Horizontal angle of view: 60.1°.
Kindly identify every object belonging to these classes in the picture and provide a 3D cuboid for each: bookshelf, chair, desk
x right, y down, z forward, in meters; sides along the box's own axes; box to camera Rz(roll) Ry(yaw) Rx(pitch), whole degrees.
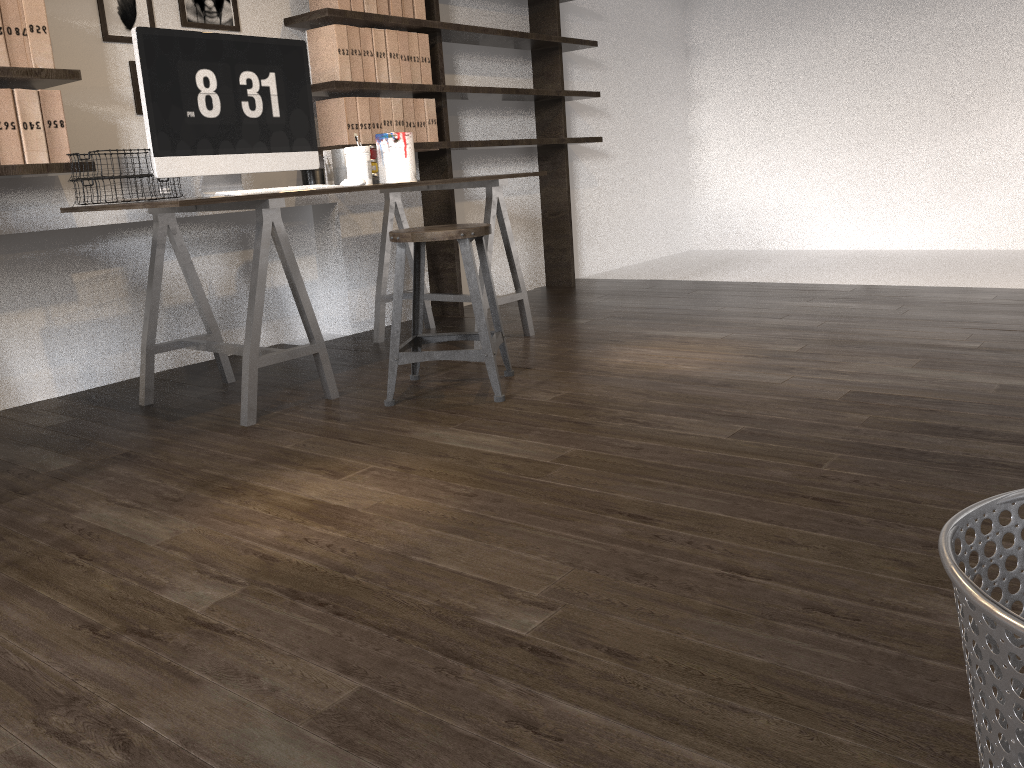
[{"bbox_3d":[-2.428,-0.422,1.630,0.374,3.175,9.253,4,16,38],"label":"bookshelf"},{"bbox_3d":[-0.205,-0.229,2.799,0.371,0.523,0.362,-3,12,7],"label":"chair"},{"bbox_3d":[1.356,-0.399,1.210,1.079,1.373,2.086,5,16,38],"label":"desk"},{"bbox_3d":[-0.602,-0.381,3.232,0.657,0.663,1.682,5,16,37],"label":"desk"}]

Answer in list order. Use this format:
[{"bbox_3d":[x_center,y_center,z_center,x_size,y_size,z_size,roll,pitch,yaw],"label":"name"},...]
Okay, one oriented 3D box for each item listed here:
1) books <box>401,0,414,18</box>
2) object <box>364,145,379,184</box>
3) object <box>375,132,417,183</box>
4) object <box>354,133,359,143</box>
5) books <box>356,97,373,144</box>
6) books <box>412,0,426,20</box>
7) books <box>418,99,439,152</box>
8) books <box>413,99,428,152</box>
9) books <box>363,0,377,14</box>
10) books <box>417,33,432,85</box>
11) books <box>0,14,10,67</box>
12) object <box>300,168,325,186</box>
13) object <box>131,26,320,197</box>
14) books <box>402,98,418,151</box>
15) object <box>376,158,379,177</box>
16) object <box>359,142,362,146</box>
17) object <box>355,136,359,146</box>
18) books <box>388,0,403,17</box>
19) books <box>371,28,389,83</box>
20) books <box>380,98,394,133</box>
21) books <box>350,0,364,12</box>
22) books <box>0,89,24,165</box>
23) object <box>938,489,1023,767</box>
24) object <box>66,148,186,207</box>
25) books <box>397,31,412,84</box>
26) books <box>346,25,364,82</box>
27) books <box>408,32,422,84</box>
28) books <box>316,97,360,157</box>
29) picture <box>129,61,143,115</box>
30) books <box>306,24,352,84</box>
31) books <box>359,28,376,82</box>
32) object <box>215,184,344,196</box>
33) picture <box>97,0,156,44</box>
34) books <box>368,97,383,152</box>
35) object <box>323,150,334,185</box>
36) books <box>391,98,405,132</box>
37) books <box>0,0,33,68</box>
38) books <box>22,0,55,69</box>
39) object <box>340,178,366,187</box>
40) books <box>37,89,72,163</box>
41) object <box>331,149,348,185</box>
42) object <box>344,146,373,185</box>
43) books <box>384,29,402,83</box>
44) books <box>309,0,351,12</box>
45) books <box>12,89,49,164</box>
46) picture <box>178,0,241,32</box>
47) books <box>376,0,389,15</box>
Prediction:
[{"bbox_3d":[-0.520,-1.682,3.840,0.175,0.223,0.067,5,15,38],"label":"books"},{"bbox_3d":[-0.549,-0.835,3.393,0.068,0.153,0.068,-1,12,15],"label":"object"},{"bbox_3d":[-0.446,-0.866,3.411,0.145,0.194,0.145,-2,12,11],"label":"object"},{"bbox_3d":[-0.593,-0.885,3.487,0.045,0.202,0.007,0,12,19],"label":"object"},{"bbox_3d":[-0.669,-1.073,3.697,0.175,0.223,0.067,5,15,38],"label":"books"},{"bbox_3d":[-0.471,-1.700,3.897,0.175,0.223,0.067,5,15,38],"label":"books"},{"bbox_3d":[-0.424,-1.166,4.005,0.175,0.223,0.067,5,15,38],"label":"books"},{"bbox_3d":[-0.469,-1.151,3.959,0.175,0.223,0.067,5,15,38],"label":"books"},{"bbox_3d":[-0.650,-1.631,3.668,0.175,0.223,0.067,5,15,38],"label":"books"},{"bbox_3d":[-0.449,-1.435,3.954,0.175,0.223,0.067,5,15,38],"label":"books"},{"bbox_3d":[-1.544,-1.018,2.569,0.175,0.223,0.067,5,15,38],"label":"books"},{"bbox_3d":[-0.749,-0.802,3.331,0.092,0.141,0.097,0,12,18],"label":"object"},{"bbox_3d":[-0.941,-0.890,2.953,0.205,0.513,0.648,5,15,38],"label":"object"},{"bbox_3d":[-0.510,-1.135,3.904,0.175,0.223,0.067,5,15,38],"label":"books"},{"bbox_3d":[-0.554,-0.841,3.490,0.083,0.122,0.083,-1,12,14],"label":"object"},{"bbox_3d":[-0.573,-0.879,3.507,0.054,0.156,0.007,0,12,22],"label":"object"},{"bbox_3d":[-0.583,-0.884,3.476,0.055,0.178,0.007,0,12,20],"label":"object"},{"bbox_3d":[-0.560,-1.665,3.780,0.175,0.223,0.067,5,15,38],"label":"books"},{"bbox_3d":[-0.613,-1.372,3.744,0.175,0.223,0.067,5,15,38],"label":"books"},{"bbox_3d":[-0.592,-1.103,3.798,0.175,0.223,0.067,5,15,38],"label":"books"},{"bbox_3d":[-0.697,-1.615,3.616,0.175,0.223,0.067,5,15,38],"label":"books"},{"bbox_3d":[-1.533,-0.749,2.621,0.175,0.223,0.067,5,15,38],"label":"books"},{"bbox_3d":[0.505,0.312,0.649,0.354,0.374,0.355,-11,14,-29],"label":"object"},{"bbox_3d":[-1.195,-0.642,2.747,0.204,0.159,0.287,3,15,30],"label":"object"},{"bbox_3d":[-0.526,-1.403,3.848,0.175,0.223,0.067,5,15,38],"label":"books"},{"bbox_3d":[-0.700,-1.340,3.638,0.175,0.223,0.067,5,15,38],"label":"books"},{"bbox_3d":[-0.491,-1.418,3.900,0.175,0.223,0.067,5,15,38],"label":"books"},{"bbox_3d":[-0.715,-1.058,3.648,0.175,0.223,0.067,5,15,38],"label":"books"},{"bbox_3d":[-1.259,-1.070,3.212,0.023,0.182,0.253,4,15,38],"label":"picture"},{"bbox_3d":[-0.740,-1.323,3.581,0.175,0.223,0.067,5,15,38],"label":"books"},{"bbox_3d":[-0.659,-1.356,3.693,0.175,0.223,0.067,5,15,38],"label":"books"},{"bbox_3d":[-0.733,-0.621,2.833,0.119,0.017,0.443,5,16,33],"label":"object"},{"bbox_3d":[-1.347,-1.330,3.075,0.022,0.282,0.203,4,14,37],"label":"picture"},{"bbox_3d":[-0.632,-1.089,3.751,0.175,0.223,0.067,5,15,38],"label":"books"},{"bbox_3d":[-0.688,-0.844,3.475,0.095,0.143,0.095,-12,14,-33],"label":"object"},{"bbox_3d":[-0.550,-1.119,3.848,0.175,0.223,0.067,5,15,38],"label":"books"},{"bbox_3d":[-1.507,-1.034,2.623,0.175,0.223,0.067,5,15,38],"label":"books"},{"bbox_3d":[-1.467,-1.049,2.671,0.175,0.223,0.067,5,15,38],"label":"books"},{"bbox_3d":[-0.555,-0.701,3.079,0.106,0.028,0.059,5,16,34],"label":"object"},{"bbox_3d":[-1.446,-0.782,2.730,0.175,0.223,0.067,5,15,38],"label":"books"},{"bbox_3d":[-0.637,-0.826,3.387,0.097,0.141,0.096,-12,14,-33],"label":"object"},{"bbox_3d":[-0.571,-0.811,3.302,0.095,0.143,0.095,-10,13,-25],"label":"object"},{"bbox_3d":[-0.567,-1.388,3.797,0.175,0.223,0.067,5,15,38],"label":"books"},{"bbox_3d":[-0.740,-1.599,3.562,0.175,0.223,0.067,5,15,38],"label":"books"},{"bbox_3d":[-1.486,-0.765,2.673,0.175,0.223,0.067,5,15,38],"label":"books"},{"bbox_3d":[-1.143,-1.427,3.327,0.023,0.182,0.253,4,15,38],"label":"picture"},{"bbox_3d":[-0.611,-1.648,3.726,0.175,0.223,0.067,5,15,38],"label":"books"}]
